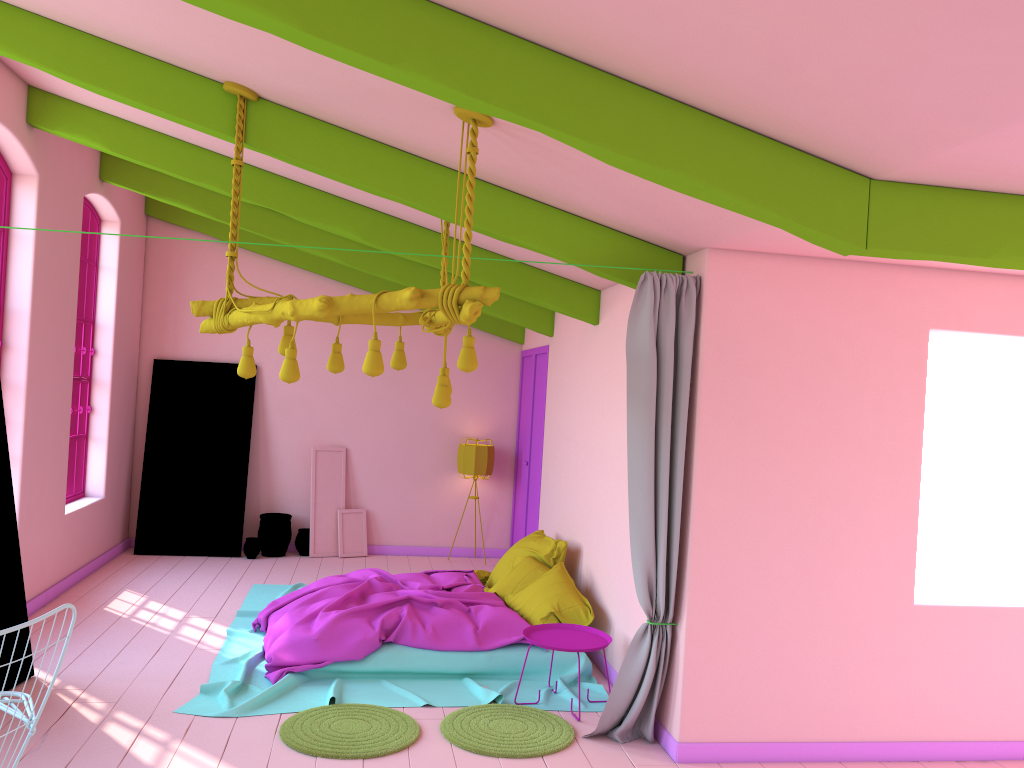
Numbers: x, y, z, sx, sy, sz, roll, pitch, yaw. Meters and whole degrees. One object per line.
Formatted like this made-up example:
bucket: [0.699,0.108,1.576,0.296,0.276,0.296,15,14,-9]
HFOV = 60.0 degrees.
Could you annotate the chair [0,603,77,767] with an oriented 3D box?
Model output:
chair: [-2.084,1.333,2.907,0.924,1.238,1.079,3,0,26]

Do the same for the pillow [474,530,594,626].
pillow: [0.116,1.717,7.678,0.848,0.822,2.617,4,-1,-19]

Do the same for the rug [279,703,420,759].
rug: [-0.949,2.029,5.211,0.793,0.021,0.792,4,-1,-27]

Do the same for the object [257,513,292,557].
object: [-2.756,1.753,10.303,0.386,0.471,0.386,3,0,33]

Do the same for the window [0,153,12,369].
window: [-3.875,-0.332,6.174,0.214,3.009,1.513,3,0,-9]

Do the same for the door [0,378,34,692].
door: [-3.293,0.803,5.238,0.450,2.211,1.153,3,0,1]

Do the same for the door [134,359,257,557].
door: [-3.611,0.839,10.170,1.153,2.211,0.450,3,0,-9]

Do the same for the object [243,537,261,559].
object: [-2.947,1.863,10.050,0.199,0.234,0.199,4,0,-42]

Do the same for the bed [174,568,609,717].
bed: [-0.925,1.814,7.250,2.802,0.514,3.576,3,-1,-9]

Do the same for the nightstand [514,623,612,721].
nightstand: [0.355,1.896,5.895,0.596,0.458,0.596,3,0,28]

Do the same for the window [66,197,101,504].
window: [-4.256,-0.337,8.605,0.072,3.047,1.275,3,0,-9]

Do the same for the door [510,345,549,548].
door: [0.188,0.882,10.165,0.108,2.590,1.677,3,0,-9]

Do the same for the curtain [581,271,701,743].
curtain: [0.820,0.750,5.268,0.518,2.785,0.525,3,0,-28]

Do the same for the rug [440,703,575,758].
rug: [-0.027,2.085,5.362,0.792,0.021,0.793,3,-1,18]

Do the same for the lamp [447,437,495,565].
lamp: [-0.436,1.381,10.616,0.491,1.466,0.476,3,0,21]

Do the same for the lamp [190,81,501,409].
lamp: [-0.678,-1.020,4.598,1.611,2.264,1.775,3,0,-27]

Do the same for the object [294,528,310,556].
object: [-2.425,1.862,10.432,0.260,0.306,0.260,3,0,23]
